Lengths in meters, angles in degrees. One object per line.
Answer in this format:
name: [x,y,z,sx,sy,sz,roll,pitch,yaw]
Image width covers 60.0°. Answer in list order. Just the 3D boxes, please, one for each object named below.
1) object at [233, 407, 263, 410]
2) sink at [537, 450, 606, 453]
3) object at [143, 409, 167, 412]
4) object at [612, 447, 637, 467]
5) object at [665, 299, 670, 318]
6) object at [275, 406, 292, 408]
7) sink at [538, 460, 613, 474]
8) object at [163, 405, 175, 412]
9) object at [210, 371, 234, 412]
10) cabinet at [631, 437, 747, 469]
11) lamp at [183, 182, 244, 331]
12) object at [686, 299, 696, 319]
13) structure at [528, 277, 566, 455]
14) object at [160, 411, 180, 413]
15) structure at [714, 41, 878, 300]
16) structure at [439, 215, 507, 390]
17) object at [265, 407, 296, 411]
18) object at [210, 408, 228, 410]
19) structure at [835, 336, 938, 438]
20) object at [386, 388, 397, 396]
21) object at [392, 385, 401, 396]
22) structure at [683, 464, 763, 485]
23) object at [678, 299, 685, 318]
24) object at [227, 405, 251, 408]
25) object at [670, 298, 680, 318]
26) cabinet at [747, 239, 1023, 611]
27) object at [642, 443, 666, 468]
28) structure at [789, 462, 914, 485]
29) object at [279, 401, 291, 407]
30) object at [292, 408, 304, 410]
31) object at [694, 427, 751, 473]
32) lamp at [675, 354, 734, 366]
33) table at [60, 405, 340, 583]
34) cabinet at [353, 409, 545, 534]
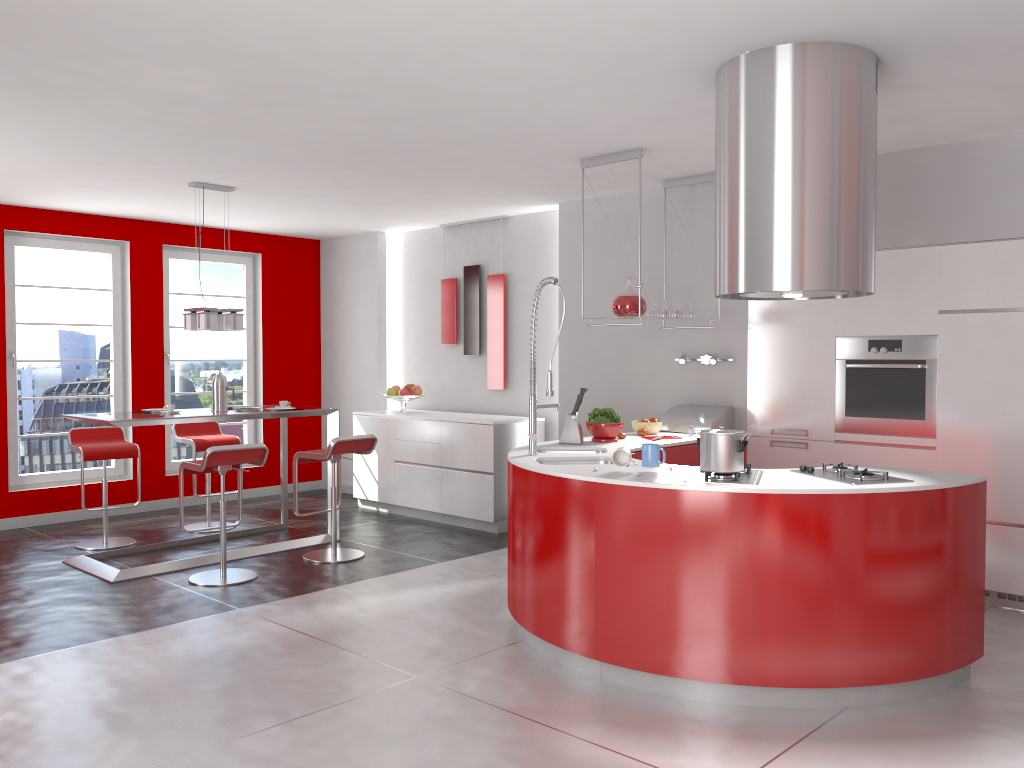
object: [-1.932,0.182,6.495,0.217,0.015,0.217,0,2,-9]
sink: [0.312,0.468,4.872,0.428,0.172,0.326,0,2,4]
object: [-2.514,0.188,6.292,0.217,0.015,0.217,-1,2,-23]
object: [0.509,0.329,3.998,0.109,0.080,0.100,0,2,13]
object: [1.026,-0.491,5.910,0.060,0.141,0.060,1,2,20]
object: [-1.716,0.177,6.664,0.119,0.016,0.119,-1,2,-27]
sink: [0.327,0.484,4.386,0.428,0.172,0.326,0,2,-8]
object: [-2.372,0.170,6.136,0.078,0.049,0.062,-1,2,-24]
object: [-2.078,0.050,6.354,0.149,0.287,0.113,-1,2,-39]
cabinet: [1.081,0.766,4.999,1.025,0.761,1.875,0,2,-1]
lamp: [-2.127,-0.893,6.306,0.304,1.025,0.304,2,3,43]
object: [1.187,-0.491,5.885,0.060,0.141,0.060,2,3,43]
structure: [0.174,-0.090,4.615,0.178,0.920,0.308,0,2,-3]
object: [-2.365,0.194,6.140,0.119,0.016,0.119,1,2,23]
structure: [1.185,-0.845,3.732,0.644,0.958,0.644,0,2,10]
structure: [-0.358,-0.709,7.933,0.820,1.503,0.040,2,3,43]
object: [-1.677,0.184,6.433,0.217,0.015,0.217,0,2,-10]
object: [-2.152,0.182,6.516,0.119,0.016,0.119,2,2,41]
structure: [2.216,0.011,5.292,0.599,0.589,0.050,2,3,43]
object: [-1.088,0.076,8.033,0.100,0.086,0.083,0,2,3]
object: [-1.069,0.063,8.178,0.096,0.105,0.117,-1,2,-18]
structure: [0.912,0.378,3.803,0.303,0.037,0.457,1,2,18]
object: [1.107,-0.489,5.845,0.060,0.141,0.060,2,3,43]
object: [-2.096,0.174,6.745,0.217,0.015,0.217,1,2,19]
object: [1.058,-0.486,5.757,0.060,0.141,0.060,2,3,43]
cabinet: [2.651,0.214,5.323,2.398,2.026,0.614,2,3,43]
object: [0.639,0.321,3.985,0.109,0.100,0.080,1,2,16]
structure: [1.446,0.378,3.805,0.303,0.037,0.457,-1,2,-17]
object: [-1.710,0.153,6.669,0.062,0.049,0.078,2,3,43]
object: [-1.578,0.183,6.529,0.234,0.012,0.095,2,3,43]
object: [0.878,0.271,3.707,0.218,0.185,0.189,0,2,5]
lamp: [1.294,-0.166,6.067,0.454,0.081,0.155,2,3,43]
table: [-2.165,0.695,6.319,0.800,1.000,1.700,2,3,43]
cabinet: [-0.595,0.709,7.752,1.802,0.880,0.610,2,3,43]
